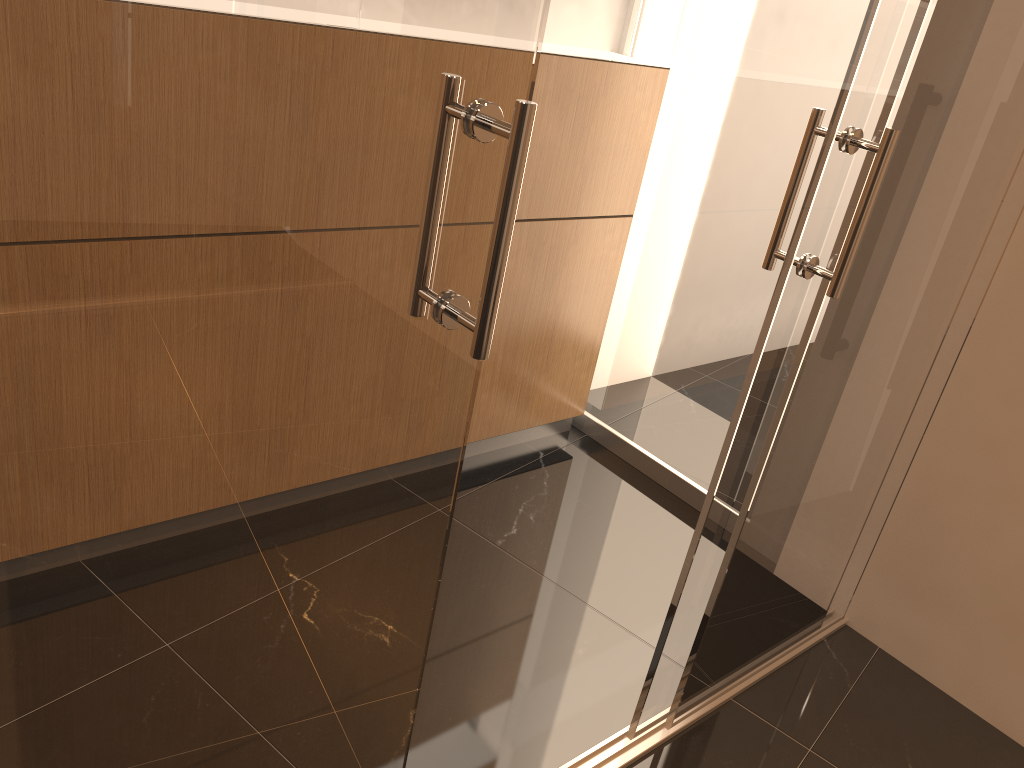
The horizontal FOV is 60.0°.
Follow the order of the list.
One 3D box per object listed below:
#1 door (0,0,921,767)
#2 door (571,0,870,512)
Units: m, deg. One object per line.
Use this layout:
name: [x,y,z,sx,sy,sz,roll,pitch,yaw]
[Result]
door: [0.292,-0.530,1.305,2.473,3.285,0.098,-11,34,-40]
door: [0.749,-0.926,2.817,0.134,2.882,1.249,-11,34,-40]
